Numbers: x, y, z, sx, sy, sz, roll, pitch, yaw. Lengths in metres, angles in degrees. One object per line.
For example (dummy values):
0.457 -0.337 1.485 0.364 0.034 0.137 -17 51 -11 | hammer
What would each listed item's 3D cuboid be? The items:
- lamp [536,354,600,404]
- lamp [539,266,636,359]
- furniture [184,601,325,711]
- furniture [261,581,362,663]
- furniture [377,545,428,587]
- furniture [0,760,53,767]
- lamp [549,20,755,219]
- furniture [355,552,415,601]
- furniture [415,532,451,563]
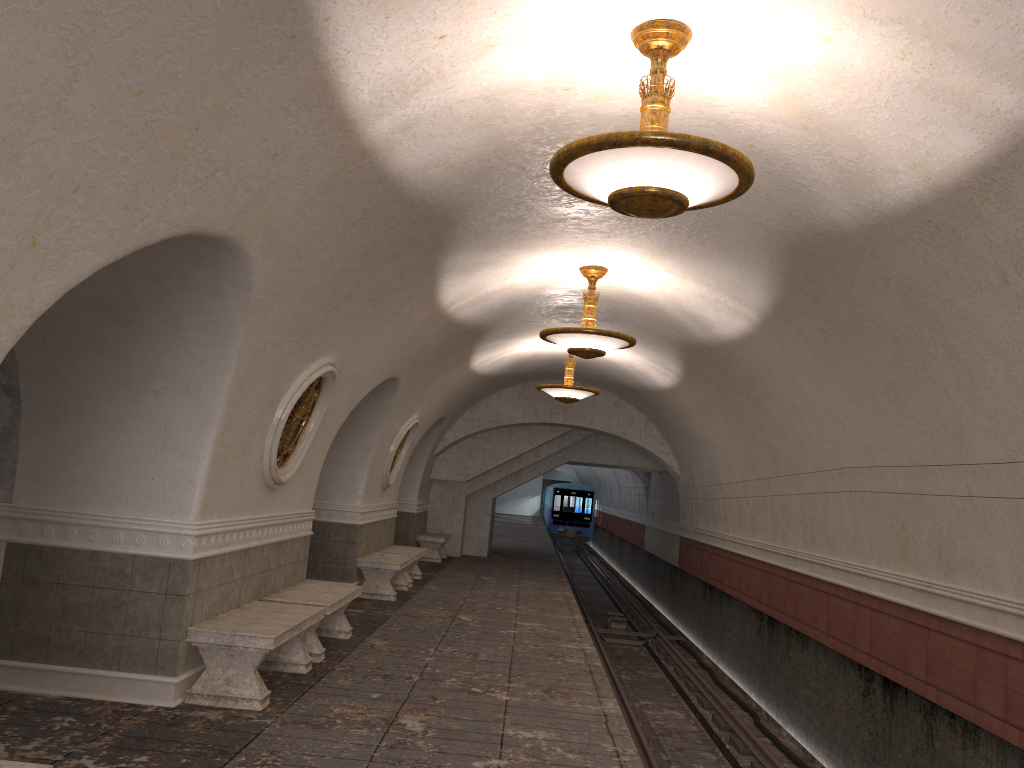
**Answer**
0.907 -0.159 14.036 1.008 0.955 1.008 11 -9 -42 | lamp
0.810 -0.727 9.241 1.008 0.955 1.008 3 -7 18 | lamp
-1.934 2.038 6.783 0.613 0.508 1.509 5 -7 2 | furniture
-1.900 2.236 8.453 0.613 0.508 1.509 5 -7 2 | furniture
-1.780 2.938 14.372 0.613 0.508 1.509 5 -7 2 | furniture
-2.022 1.527 2.475 0.613 0.508 1.509 5 -7 2 | furniture
0.712 -1.296 4.448 1.008 0.955 1.008 3 -7 18 | lamp
-1.814 2.740 12.703 0.613 0.508 1.509 5 -7 2 | furniture
-1.686 3.482 18.960 0.613 0.508 1.509 5 -7 2 | furniture
